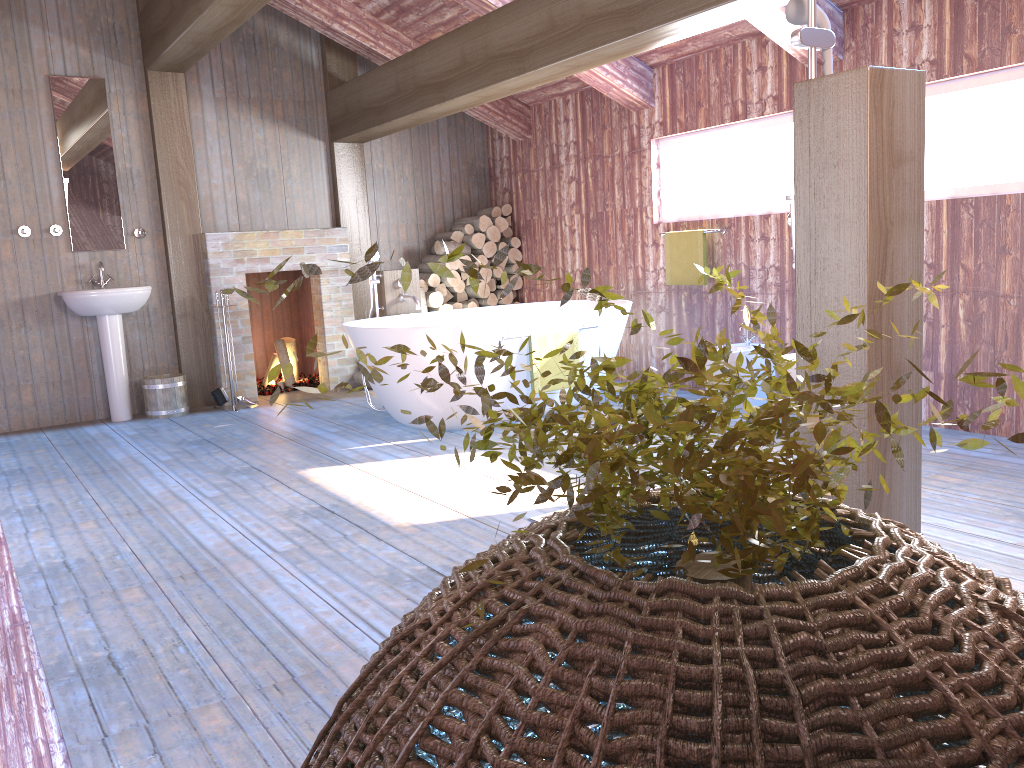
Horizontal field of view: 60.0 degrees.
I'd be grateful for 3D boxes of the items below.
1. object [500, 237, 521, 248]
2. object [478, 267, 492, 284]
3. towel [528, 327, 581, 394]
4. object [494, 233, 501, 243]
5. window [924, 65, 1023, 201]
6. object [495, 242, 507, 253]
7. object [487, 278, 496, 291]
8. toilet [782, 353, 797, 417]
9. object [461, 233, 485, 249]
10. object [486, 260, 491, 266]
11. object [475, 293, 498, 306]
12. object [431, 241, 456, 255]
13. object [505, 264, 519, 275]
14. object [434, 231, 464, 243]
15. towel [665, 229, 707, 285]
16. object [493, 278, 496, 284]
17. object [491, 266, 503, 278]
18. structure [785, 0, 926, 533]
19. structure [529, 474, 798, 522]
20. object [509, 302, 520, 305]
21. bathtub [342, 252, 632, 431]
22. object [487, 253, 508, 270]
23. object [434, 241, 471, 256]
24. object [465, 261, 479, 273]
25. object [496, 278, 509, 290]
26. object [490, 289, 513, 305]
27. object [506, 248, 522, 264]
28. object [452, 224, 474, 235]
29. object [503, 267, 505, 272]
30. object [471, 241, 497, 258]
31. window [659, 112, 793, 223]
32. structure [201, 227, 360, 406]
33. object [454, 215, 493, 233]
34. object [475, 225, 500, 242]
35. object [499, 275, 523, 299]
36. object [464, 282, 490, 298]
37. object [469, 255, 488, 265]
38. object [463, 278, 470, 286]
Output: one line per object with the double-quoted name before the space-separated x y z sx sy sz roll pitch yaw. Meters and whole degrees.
"object" -0.082 -1.253 7.880 0.102 0.109 0.438 -9 10 -32
"object" -0.342 -0.950 7.745 0.136 0.157 0.439 -9 10 -31
"towel" 0.259 -0.142 5.272 0.370 0.361 0.032 -10 11 -36
"object" -0.232 -1.287 7.900 0.132 0.119 0.319 -9 10 -31
"window" 2.214 -1.222 4.439 0.054 0.587 1.255 -9 10 -31
"object" -0.190 -1.192 7.815 0.089 0.106 0.437 -9 10 -31
"object" -0.268 -0.872 7.785 0.111 0.118 0.302 -9 10 -33
"toilet" 1.676 0.042 4.748 0.534 0.400 0.375 -9 10 -31
"object" -0.404 -1.239 7.694 0.139 0.148 0.458 -9 10 -32
"object" -0.291 -1.035 7.743 0.095 0.090 0.278 -9 10 -31
"object" -0.255 -0.745 7.795 0.114 0.113 0.301 -9 10 -34
"object" -0.586 -1.167 7.675 0.113 0.130 0.291 -9 10 -31
"object" -0.072 -1.023 7.913 0.102 0.109 0.438 -9 10 -32
"object" -0.547 -1.258 7.692 0.140 0.121 0.319 -9 10 -30
"towel" 1.158 -0.840 5.921 0.032 0.361 0.370 -9 10 -32
"object" -0.212 -0.907 7.819 0.065 0.069 0.177 -9 10 -33
"object" -0.234 -0.988 7.809 0.102 0.109 0.438 -9 10 -32
"structure" 1.001 -0.517 2.708 0.328 2.209 0.522 -5 9 -12
"structure" 0.754 0.534 3.316 1.000 0.067 1.000 -9 10 -32
"object" -0.081 -0.675 7.971 0.139 0.137 0.455 -9 10 -34
"bathtub" -0.103 -0.351 5.698 1.935 1.109 1.460 -5 9 -10
"object" -0.226 -1.075 7.841 0.172 0.151 0.482 -9 10 -31
"object" -0.501 -1.140 7.498 0.302 0.157 0.121 -9 10 -31
"object" -0.436 -0.992 7.674 0.109 0.124 0.424 -9 10 -33
"object" -0.170 -0.888 7.864 0.115 0.112 0.423 -9 10 -32
"object" -0.167 -0.774 7.887 0.137 0.133 0.437 -9 10 -34
"object" -0.088 -1.140 7.893 0.147 0.152 0.439 -9 10 -32
"object" -0.421 -1.329 7.638 0.094 0.097 0.227 -9 10 -31
"object" -0.148 -1.019 7.917 0.088 0.092 0.280 -9 10 -31
"object" -0.307 -1.162 7.745 0.143 0.151 0.440 -9 10 -32
"window" 1.393 -1.370 5.741 0.054 0.587 1.255 -9 10 -31
"structure" -1.819 -0.548 7.038 1.130 1.330 0.226 -9 10 -32
"object" -0.340 -1.387 7.720 0.135 0.139 0.456 -9 10 -31
"object" -0.282 -1.301 7.746 0.141 0.143 0.437 -9 10 -34
"object" -0.077 -0.859 7.940 0.137 0.256 0.439 -9 10 -32
"object" -0.370 -0.822 7.740 0.141 0.143 0.437 -9 10 -34
"object" -0.366 -1.074 7.711 0.102 0.109 0.438 -9 10 -32
"object" -0.431 -0.904 7.696 0.085 0.096 0.280 -9 10 -31
